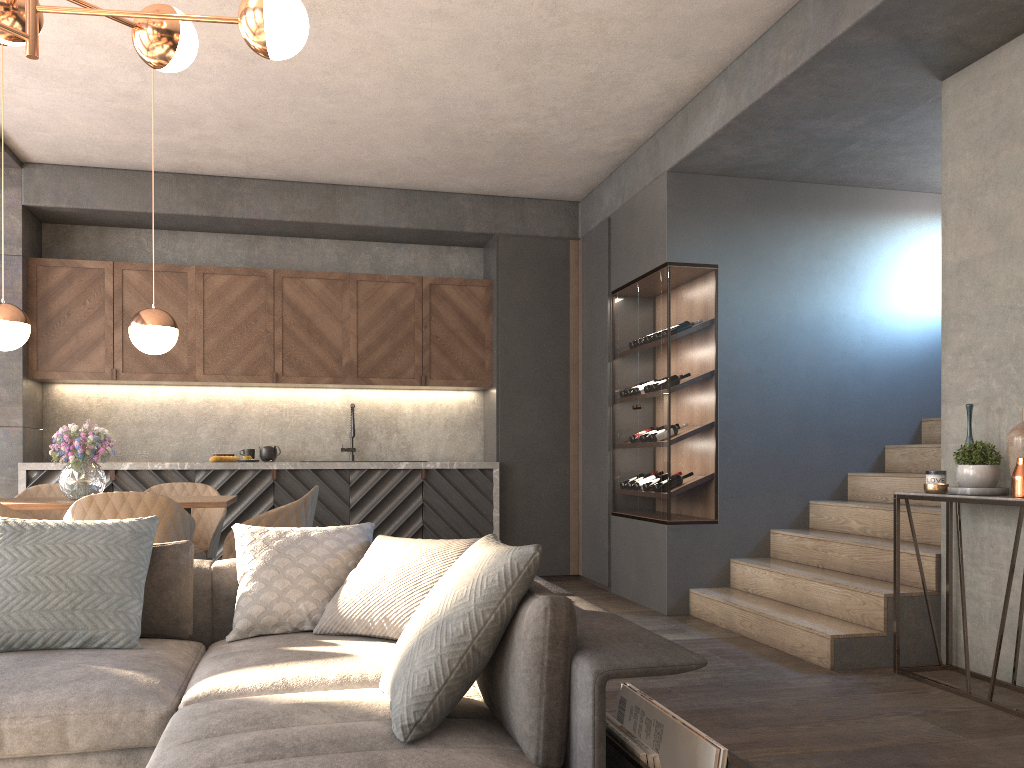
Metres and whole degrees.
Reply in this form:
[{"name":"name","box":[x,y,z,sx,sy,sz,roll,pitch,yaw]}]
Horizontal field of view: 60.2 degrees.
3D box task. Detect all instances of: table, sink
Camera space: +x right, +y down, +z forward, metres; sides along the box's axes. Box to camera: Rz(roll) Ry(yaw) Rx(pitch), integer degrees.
[{"name":"table","box":[-2.176,0.969,4.453,1.466,0.769,0.771,1,-2,-14]},{"name":"table","box":[2.010,0.858,3.518,0.300,0.820,1.103,0,-3,-14]},{"name":"sink","box":[-1.176,0.419,6.955,0.962,0.546,0.461,1,-2,-14]}]

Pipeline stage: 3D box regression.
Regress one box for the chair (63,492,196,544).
[{"name":"chair","box":[-1.721,0.894,3.981,0.555,0.836,0.511,0,-1,-19]}]

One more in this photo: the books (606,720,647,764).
[{"name":"books","box":[0.227,0.961,2.096,0.062,0.355,0.569,0,-3,-14]}]

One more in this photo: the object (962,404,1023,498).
[{"name":"object","box":[2.001,0.260,3.599,0.225,0.390,0.563,0,-3,-18]}]

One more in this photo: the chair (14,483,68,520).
[{"name":"chair","box":[-2.570,0.980,4.961,0.555,0.836,0.511,0,-1,-19]}]

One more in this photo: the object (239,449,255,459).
[{"name":"object","box":[-2.032,0.552,6.801,0.090,0.103,0.112,-1,-3,19]}]

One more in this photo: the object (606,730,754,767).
[{"name":"object","box":[0.308,0.966,2.036,0.216,0.351,0.669,0,-4,-14]}]

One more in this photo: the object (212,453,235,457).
[{"name":"object","box":[-2.210,0.564,6.765,0.157,0.068,0.117,2,-4,-29]}]

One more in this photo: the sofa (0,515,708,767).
[{"name":"sofa","box":[-0.668,0.754,2.080,2.023,0.783,2.920,1,-5,-14]}]

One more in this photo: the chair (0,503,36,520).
[{"name":"chair","box":[-2.314,0.882,3.834,0.555,0.836,0.511,0,-1,-4]}]

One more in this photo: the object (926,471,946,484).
[{"name":"object","box":[1.897,0.437,3.950,0.084,0.098,0.084,-1,-2,34]}]

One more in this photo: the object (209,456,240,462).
[{"name":"object","box":[-2.148,0.566,6.628,0.071,0.054,0.302,-2,-5,27]}]

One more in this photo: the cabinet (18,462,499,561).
[{"name":"cabinet","box":[-1.817,1.075,6.762,3.392,0.950,0.601,1,-1,-14]}]

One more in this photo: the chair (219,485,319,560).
[{"name":"chair","box":[-1.277,0.951,4.644,0.510,0.836,0.556,0,-1,-9]}]

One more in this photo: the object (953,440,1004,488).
[{"name":"object","box":[1.947,0.348,3.690,0.187,0.227,0.195,1,-2,-35]}]

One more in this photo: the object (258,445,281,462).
[{"name":"object","box":[-1.882,0.538,6.835,0.136,0.137,0.153,2,-3,-41]}]

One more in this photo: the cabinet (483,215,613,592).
[{"name":"cabinet","box":[0.478,0.192,7.003,1.187,2.754,1.204,0,-1,-14]}]

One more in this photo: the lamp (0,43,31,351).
[{"name":"lamp","box":[-2.530,-0.936,4.389,0.239,1.544,0.239,0,0,-8]}]

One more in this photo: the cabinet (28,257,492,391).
[{"name":"cabinet","box":[-1.846,-0.424,6.868,3.392,0.866,0.370,1,-1,-14]}]

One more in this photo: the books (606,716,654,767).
[{"name":"books","box":[0.243,0.962,2.097,0.068,0.354,0.569,0,-3,-14]}]

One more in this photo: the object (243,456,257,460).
[{"name":"object","box":[-1.984,0.562,6.640,0.120,0.045,0.116,1,-4,-8]}]

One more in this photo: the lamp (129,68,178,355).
[{"name":"lamp","box":[-1.849,-0.922,4.554,0.239,1.544,0.239,0,0,-38]}]

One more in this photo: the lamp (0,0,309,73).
[{"name":"lamp","box":[-1.418,-1.361,2.397,1.465,1.037,1.016,2,-3,-37]}]

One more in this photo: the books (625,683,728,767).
[{"name":"books","box":[0.354,0.963,2.114,0.064,0.354,0.569,0,-3,-14]}]

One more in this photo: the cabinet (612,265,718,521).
[{"name":"cabinet","box":[1.015,0.102,6.000,0.337,1.584,1.000,0,-1,-14]}]

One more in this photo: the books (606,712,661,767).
[{"name":"books","box":[0.261,0.963,2.100,0.079,0.352,0.569,0,-3,-14]}]

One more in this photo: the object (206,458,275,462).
[{"name":"object","box":[-2.048,0.582,6.667,0.490,0.040,0.285,2,-5,-18]}]

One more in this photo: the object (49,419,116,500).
[{"name":"object","box":[-2.172,0.383,4.482,0.298,0.408,0.328,1,-2,-43]}]

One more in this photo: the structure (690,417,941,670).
[{"name":"structure","box":[2.382,0.689,5.048,2.259,1.422,1.510,1,-3,-14]}]

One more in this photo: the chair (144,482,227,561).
[{"name":"chair","box":[-1.933,0.991,5.092,0.555,0.836,0.511,0,-1,-14]}]

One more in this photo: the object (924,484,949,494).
[{"name":"object","box":[1.848,0.456,3.847,0.099,0.041,0.099,1,-4,-15]}]

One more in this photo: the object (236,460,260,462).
[{"name":"object","box":[-1.985,0.580,6.640,0.170,0.020,0.171,-1,-5,12]}]

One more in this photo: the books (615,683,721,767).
[{"name":"books","box":[0.340,0.963,2.119,0.064,0.354,0.569,0,-3,-14]}]

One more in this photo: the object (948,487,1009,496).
[{"name":"object","box":[1.948,0.447,3.692,0.229,0.031,0.229,1,-5,-8]}]
